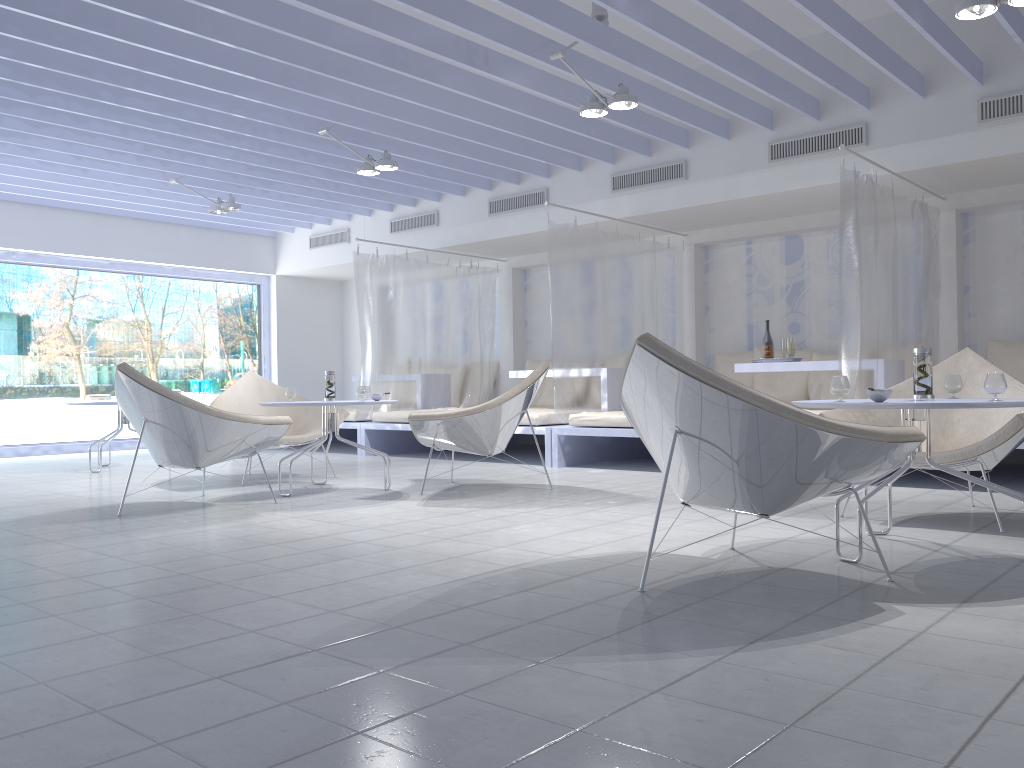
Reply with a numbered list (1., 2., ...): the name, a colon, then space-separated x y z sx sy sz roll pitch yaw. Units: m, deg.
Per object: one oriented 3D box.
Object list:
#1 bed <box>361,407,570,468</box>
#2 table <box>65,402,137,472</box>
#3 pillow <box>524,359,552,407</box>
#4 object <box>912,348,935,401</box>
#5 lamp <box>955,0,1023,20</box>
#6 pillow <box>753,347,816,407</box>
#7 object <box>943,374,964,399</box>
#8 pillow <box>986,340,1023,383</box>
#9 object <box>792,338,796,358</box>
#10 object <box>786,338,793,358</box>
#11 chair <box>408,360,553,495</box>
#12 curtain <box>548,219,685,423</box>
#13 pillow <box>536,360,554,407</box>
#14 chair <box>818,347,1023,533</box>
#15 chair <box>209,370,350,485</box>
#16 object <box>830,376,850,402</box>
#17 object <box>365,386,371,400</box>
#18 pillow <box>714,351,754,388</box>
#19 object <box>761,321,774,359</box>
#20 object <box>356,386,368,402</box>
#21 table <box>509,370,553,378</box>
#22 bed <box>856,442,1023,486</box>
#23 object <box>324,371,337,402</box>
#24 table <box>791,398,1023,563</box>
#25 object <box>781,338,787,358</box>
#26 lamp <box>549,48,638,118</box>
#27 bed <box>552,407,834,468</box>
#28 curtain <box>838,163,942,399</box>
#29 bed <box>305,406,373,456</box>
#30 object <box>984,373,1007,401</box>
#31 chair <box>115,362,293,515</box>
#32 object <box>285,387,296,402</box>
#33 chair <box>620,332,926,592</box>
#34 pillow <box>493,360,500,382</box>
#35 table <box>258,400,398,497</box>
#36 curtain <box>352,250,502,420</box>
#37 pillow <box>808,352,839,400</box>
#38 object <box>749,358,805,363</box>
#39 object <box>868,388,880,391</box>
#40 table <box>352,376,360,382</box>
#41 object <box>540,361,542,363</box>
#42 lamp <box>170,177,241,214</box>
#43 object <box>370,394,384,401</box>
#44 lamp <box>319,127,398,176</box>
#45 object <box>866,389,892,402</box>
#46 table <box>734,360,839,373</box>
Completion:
1. bed: 0.116 0.417 8.080 2.200 0.427 2.016 -1 0 41
2. table: -3.138 0.412 7.152 0.825 0.534 0.823 -1 0 -2
3. pillow: 0.328 -0.012 9.173 0.572 0.510 0.231 -1 0 40
4. object: 1.463 -0.034 3.158 0.075 0.185 0.075 -1 0 4
5. lamp: 2.005 -1.761 3.717 0.380 0.218 0.587 -1 0 41
6. pillow: 2.275 -0.059 7.427 0.537 0.527 0.233 -1 0 21
7. object: 1.660 0.010 3.336 0.068 0.091 0.068 -1 0 31
8. pillow: 3.655 -0.074 6.269 0.572 0.510 0.231 -1 0 40
9. object: 2.044 -0.248 6.459 0.059 0.174 0.059 -1 0 9
10. object: 2.007 -0.247 6.406 0.059 0.174 0.059 -1 0 9
11. chair: -0.130 0.245 5.293 0.753 0.759 0.906 -1 0 11
12. curtain: 0.931 -0.470 7.346 0.125 1.559 1.998 -1 0 40
13. pillow: 0.526 -0.003 8.881 0.307 0.482 0.528 -1 0 -44
14. chair: 1.935 0.207 3.973 0.906 0.759 0.753 -1 0 45
15. chair: -1.690 0.272 6.170 0.906 0.759 0.753 -1 0 -38
16. object: 1.144 0.017 3.093 0.068 0.091 0.068 -1 0 31
17. object: -0.927 0.059 5.625 0.068 0.091 0.068 -1 0 34
18. pillow: 1.967 -0.030 7.729 0.524 0.521 0.230 -1 0 43
19. object: 1.892 -0.318 6.561 0.092 0.302 0.092 -1 0 8
20. object: -0.873 0.056 5.152 0.068 0.091 0.068 -1 0 -20
21. table: 0.514 0.098 7.742 1.065 0.450 0.416 -1 0 41
22. bed: 3.442 0.355 5.176 2.200 0.427 2.016 -1 0 41
23. object: -1.104 0.012 5.383 0.075 0.189 0.075 -1 0 33
24. table: 1.426 0.326 3.142 0.823 0.534 0.825 -1 0 18
25. object: 1.995 -0.247 6.501 0.059 0.174 0.059 -1 0 9
26. lamp: 0.431 -1.731 5.091 0.380 0.218 0.587 -1 0 41
27. bed: 1.788 0.388 6.641 2.200 0.422 2.022 -1 0 41
28. curtain: 2.561 -0.522 5.870 0.151 1.552 2.050 -1 0 41
29. bed: -1.538 0.451 9.545 2.200 0.422 2.022 -1 0 41
30. object: 1.569 0.010 2.878 0.068 0.091 0.068 -1 0 31
31. chair: -1.734 0.268 4.688 0.906 0.759 0.753 -1 0 37
32. object: -1.360 0.065 5.450 0.068 0.091 0.068 -1 0 -26
33. chair: 0.684 0.223 2.791 0.753 0.759 0.906 -1 0 -31
34. pillow: -0.390 0.002 9.800 0.572 0.510 0.231 -1 0 42
35. table: -1.097 0.373 5.347 0.823 0.534 0.825 -1 0 32
36. curtain: -0.766 -0.459 8.775 0.151 1.552 2.050 -1 0 41
37. pillow: 2.620 -0.042 7.053 0.528 0.482 0.307 -1 0 36
38. object: 1.938 -0.169 6.504 0.429 0.031 0.275 -1 0 43
39. object: 1.200 0.020 2.939 0.012 0.016 0.098 -1 0 41
40. table: -1.156 0.130 9.200 1.065 0.450 0.416 -1 0 41
41. object: 0.285 -0.168 8.114 0.068 0.091 0.068 -1 0 -23
42. lamp: -2.733 -1.672 7.853 0.380 0.218 0.587 -1 0 41
43. object: -0.806 0.080 5.292 0.082 0.043 0.082 -1 0 9
44. lamp: -1.144 -1.702 6.465 0.380 0.218 0.587 -1 0 41
45. object: 1.225 0.039 2.959 0.082 0.043 0.082 -1 0 43
46. table: 2.169 0.067 6.298 1.065 0.450 0.416 -1 0 41
